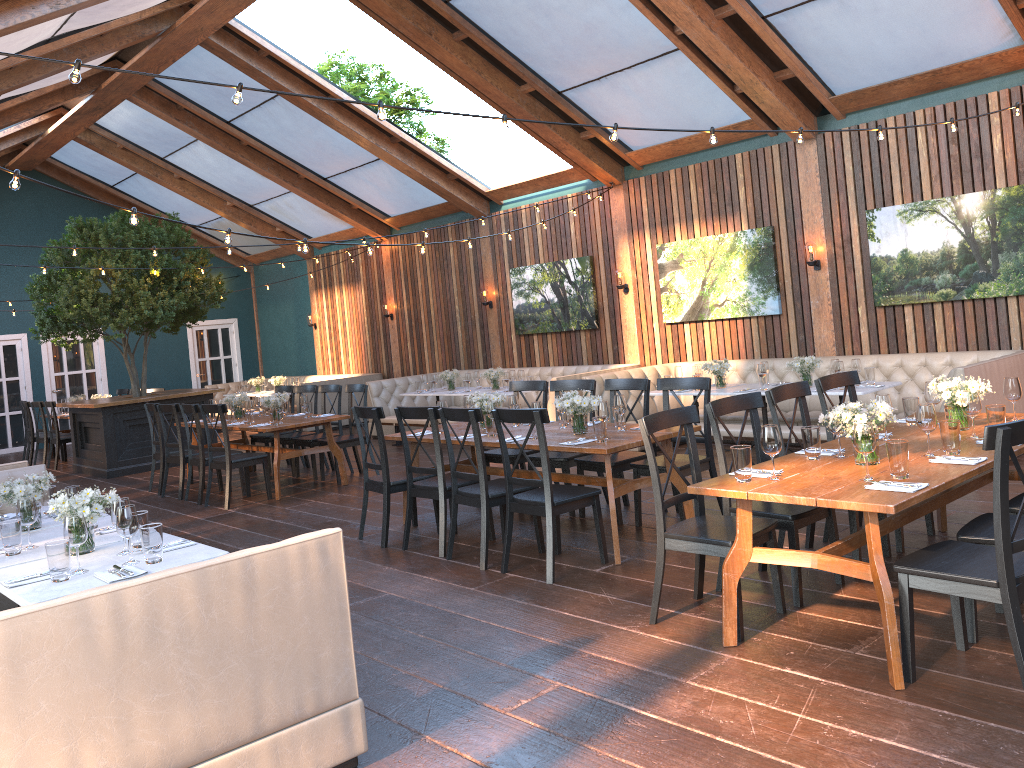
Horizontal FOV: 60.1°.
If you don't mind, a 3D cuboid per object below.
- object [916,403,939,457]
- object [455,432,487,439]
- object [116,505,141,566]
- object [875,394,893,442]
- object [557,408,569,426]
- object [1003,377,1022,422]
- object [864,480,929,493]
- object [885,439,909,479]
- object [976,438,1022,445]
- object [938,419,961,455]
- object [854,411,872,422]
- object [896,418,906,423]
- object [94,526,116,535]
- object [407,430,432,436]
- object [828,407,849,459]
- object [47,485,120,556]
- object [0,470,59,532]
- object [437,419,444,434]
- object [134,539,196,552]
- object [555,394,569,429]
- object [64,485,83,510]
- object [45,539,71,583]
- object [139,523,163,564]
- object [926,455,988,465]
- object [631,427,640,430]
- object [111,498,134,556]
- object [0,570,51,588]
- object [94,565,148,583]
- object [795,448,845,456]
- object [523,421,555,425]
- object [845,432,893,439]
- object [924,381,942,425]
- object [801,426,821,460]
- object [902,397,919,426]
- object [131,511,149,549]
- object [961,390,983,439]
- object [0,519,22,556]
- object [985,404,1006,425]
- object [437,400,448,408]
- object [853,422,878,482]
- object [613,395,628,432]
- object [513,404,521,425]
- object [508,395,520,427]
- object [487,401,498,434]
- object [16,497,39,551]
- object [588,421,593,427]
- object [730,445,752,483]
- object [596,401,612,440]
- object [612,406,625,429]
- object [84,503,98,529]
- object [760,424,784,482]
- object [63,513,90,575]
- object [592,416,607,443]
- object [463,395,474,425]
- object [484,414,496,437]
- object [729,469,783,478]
[{"bbox_3d":[1.952,0.216,4.156,0.092,0.244,0.092,-5,1,1],"label":"object"},{"bbox_3d":[-0.290,0.379,6.551,0.256,0.019,0.157,-9,5,-41],"label":"object"},{"bbox_3d":[-1.633,0.643,3.769,0.092,0.244,0.092,-5,1,1],"label":"object"},{"bbox_3d":[1.972,0.178,4.687,0.092,0.244,0.092,-5,1,1],"label":"object"},{"bbox_3d":[0.387,0.236,6.646,0.092,0.158,0.092,-6,1,-15],"label":"object"},{"bbox_3d":[2.777,0.086,4.900,0.092,0.244,0.092,-5,1,1],"label":"object"},{"bbox_3d":[1.539,0.408,3.593,0.158,0.019,0.254,-9,5,-41],"label":"object"},{"bbox_3d":[1.634,0.319,3.742,0.092,0.158,0.092,-6,1,-15],"label":"object"},{"bbox_3d":[2.386,0.275,4.342,0.158,0.019,0.254,-9,5,-41],"label":"object"},{"bbox_3d":[2.056,0.251,4.147,0.092,0.158,0.092,-6,1,-15],"label":"object"},{"bbox_3d":[1.877,0.227,4.723,0.092,0.158,0.092,-6,1,-15],"label":"object"},{"bbox_3d":[2.403,0.212,5.236,0.158,0.019,0.254,-9,5,-41],"label":"object"},{"bbox_3d":[-2.068,0.743,4.557,0.256,0.019,0.157,-9,5,-41],"label":"object"},{"bbox_3d":[-0.694,0.385,6.990,0.256,0.019,0.157,-9,5,-41],"label":"object"},{"bbox_3d":[1.599,0.238,4.336,0.092,0.244,0.092,-5,1,1],"label":"object"},{"bbox_3d":[-1.994,0.622,4.092,0.335,0.309,0.330,-5,2,23],"label":"object"},{"bbox_3d":[-2.639,0.635,4.791,0.329,0.309,0.336,-6,2,-19],"label":"object"},{"bbox_3d":[-0.553,0.308,6.896,0.092,0.158,0.092,-5,1,5],"label":"object"},{"bbox_3d":[-1.572,0.735,3.995,0.256,0.019,0.157,-9,5,-41],"label":"object"},{"bbox_3d":[0.371,0.202,6.528,0.092,0.244,0.092,-5,1,1],"label":"object"},{"bbox_3d":[-2.243,0.648,4.536,0.092,0.244,0.092,-5,1,1],"label":"object"},{"bbox_3d":[-1.834,0.718,3.585,0.091,0.158,0.092,-5,1,35],"label":"object"},{"bbox_3d":[-1.522,0.677,3.747,0.091,0.158,0.092,-5,1,35],"label":"object"},{"bbox_3d":[1.992,0.337,3.999,0.158,0.019,0.254,-9,5,-41],"label":"object"},{"bbox_3d":[0.920,0.293,6.091,0.256,0.019,0.157,-9,5,-41],"label":"object"},{"bbox_3d":[-1.747,0.640,3.975,0.092,0.244,0.092,-5,1,1],"label":"object"},{"bbox_3d":[-1.969,0.795,3.671,0.256,0.019,0.157,-9,5,-41],"label":"object"},{"bbox_3d":[-1.602,0.765,3.604,0.158,0.019,0.254,-9,5,-41],"label":"object"},{"bbox_3d":[1.586,0.340,4.503,0.158,0.019,0.254,-9,5,-41],"label":"object"},{"bbox_3d":[0.196,0.303,6.941,0.256,0.019,0.157,-9,5,-41],"label":"object"},{"bbox_3d":[1.978,0.279,4.855,0.158,0.019,0.254,-9,5,-41],"label":"object"},{"bbox_3d":[2.418,0.108,5.073,0.092,0.244,0.092,-5,1,1],"label":"object"},{"bbox_3d":[1.477,0.291,4.357,0.092,0.158,0.092,-6,1,-15],"label":"object"},{"bbox_3d":[2.311,0.159,5.116,0.092,0.158,0.092,-6,1,-15],"label":"object"},{"bbox_3d":[-1.721,0.673,4.082,0.091,0.158,0.092,-5,1,35],"label":"object"},{"bbox_3d":[2.344,0.155,4.506,0.092,0.244,0.092,-5,1,1],"label":"object"},{"bbox_3d":[-2.363,0.727,4.179,0.091,0.158,0.092,-5,1,35],"label":"object"},{"bbox_3d":[2.462,0.188,4.493,0.092,0.158,0.092,-6,1,-15],"label":"object"},{"bbox_3d":[-0.546,0.256,7.016,0.092,0.244,0.092,-5,1,7],"label":"object"},{"bbox_3d":[1.501,0.287,3.758,0.092,0.244,0.092,-5,1,1],"label":"object"},{"bbox_3d":[0.746,0.199,6.066,0.092,0.244,0.092,-5,1,1],"label":"object"},{"bbox_3d":[0.034,0.243,7.022,0.092,0.158,0.092,-6,1,-15],"label":"object"},{"bbox_3d":[0.018,0.210,6.901,0.092,0.244,0.092,-5,1,1],"label":"object"},{"bbox_3d":[-0.137,0.250,6.571,0.092,0.244,0.092,-5,1,1],"label":"object"},{"bbox_3d":[-2.345,0.675,4.286,0.092,0.244,0.092,-5,1,1],"label":"object"},{"bbox_3d":[0.556,0.296,6.558,0.256,0.019,0.157,-9,5,-41],"label":"object"},{"bbox_3d":[1.034,0.360,3.976,0.092,0.158,0.092,-6,1,-15],"label":"object"},{"bbox_3d":[0.597,0.235,5.744,0.092,0.244,0.092,-5,1,1],"label":"object"},{"bbox_3d":[0.749,0.234,6.175,0.092,0.158,0.092,-6,1,-15],"label":"object"},{"bbox_3d":[-2.216,0.681,4.644,0.091,0.158,0.092,-5,1,35],"label":"object"},{"bbox_3d":[1.160,0.307,3.946,0.092,0.244,0.092,-5,1,1],"label":"object"},{"bbox_3d":[-1.816,0.666,3.691,0.092,0.244,0.092,-5,1,1],"label":"object"},{"bbox_3d":[0.560,0.290,5.625,0.092,0.158,0.092,-6,1,-15],"label":"object"},{"bbox_3d":[-0.355,0.214,7.356,0.092,0.244,0.092,-5,1,7],"label":"object"},{"bbox_3d":[-0.155,0.302,6.464,0.092,0.158,0.092,-6,1,-15],"label":"object"},{"bbox_3d":[1.152,0.409,4.111,0.158,0.019,0.254,-9,5,-41],"label":"object"}]
